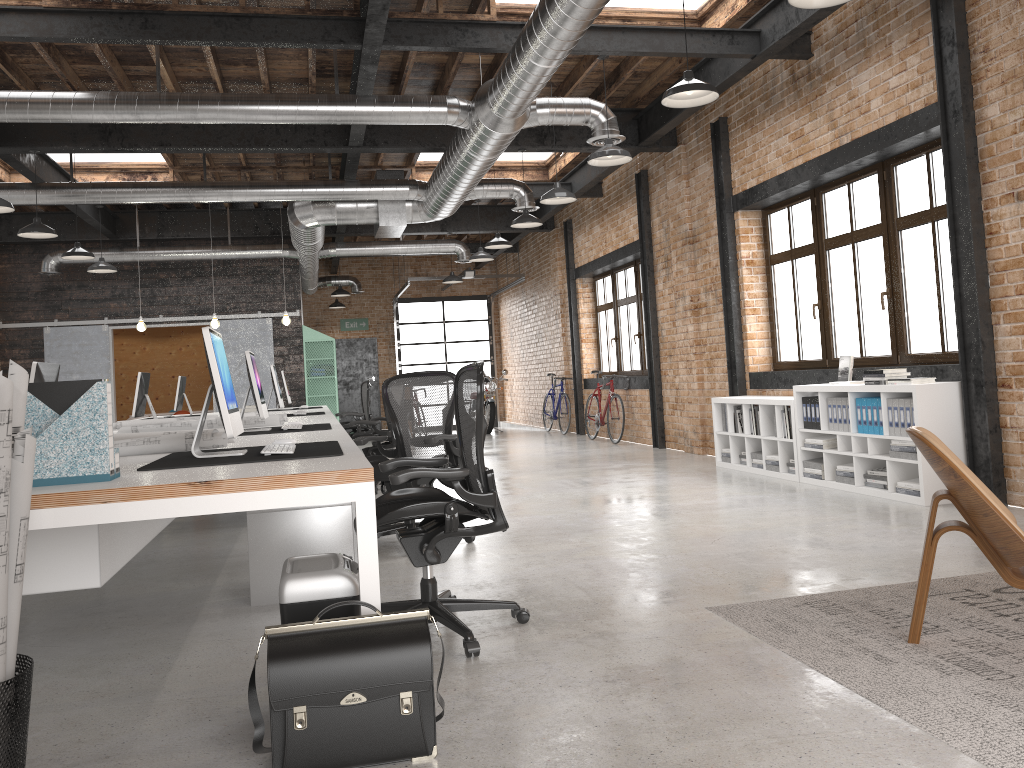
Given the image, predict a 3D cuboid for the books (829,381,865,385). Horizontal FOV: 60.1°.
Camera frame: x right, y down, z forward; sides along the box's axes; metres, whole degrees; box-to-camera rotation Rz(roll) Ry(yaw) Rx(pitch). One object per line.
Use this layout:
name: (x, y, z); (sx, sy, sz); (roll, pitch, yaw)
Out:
books: (2.633, -0.009, 6.919); (0.174, 0.021, 0.272); (-4, 0, -13)

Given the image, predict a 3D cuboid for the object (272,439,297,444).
object: (-0.972, 0.248, 3.774); (0.106, 0.028, 0.059); (-3, 0, -12)

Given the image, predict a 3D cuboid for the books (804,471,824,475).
books: (2.534, 0.703, 7.185); (0.219, 0.034, 0.259); (-3, 0, -12)

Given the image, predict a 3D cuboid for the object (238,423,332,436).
object: (-1.465, 0.284, 5.452); (0.687, 0.008, 0.847); (-4, 0, -12)

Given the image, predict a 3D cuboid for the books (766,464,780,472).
books: (2.400, 0.728, 7.806); (0.217, 0.072, 0.289); (-3, 0, -13)

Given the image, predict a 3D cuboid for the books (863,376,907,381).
books: (2.697, -0.042, 6.404); (0.191, 0.023, 0.241); (-4, 0, -15)

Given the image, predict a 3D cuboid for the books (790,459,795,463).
books: (2.499, 0.643, 7.488); (0.199, 0.055, 0.239); (-3, 0, -12)

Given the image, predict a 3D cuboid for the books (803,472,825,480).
books: (2.531, 0.729, 7.191); (0.207, 0.061, 0.274); (-3, 0, -12)

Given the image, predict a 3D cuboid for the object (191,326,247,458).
object: (-1.143, 0.033, 3.438); (0.190, 0.486, 0.483); (-3, -1, -13)

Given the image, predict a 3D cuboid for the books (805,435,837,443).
books: (2.529, 0.444, 7.146); (0.214, 0.046, 0.251); (-3, 0, -12)

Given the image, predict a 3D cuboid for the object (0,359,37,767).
object: (-1.351, 0.480, 2.100); (0.412, 1.213, 0.439); (-2, -3, -35)

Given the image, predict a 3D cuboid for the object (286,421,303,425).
object: (-1.420, 0.259, 5.779); (0.106, 0.028, 0.059); (-3, 0, -14)

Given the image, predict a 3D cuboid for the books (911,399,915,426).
books: (2.816, 0.225, 5.969); (0.232, 0.262, 0.062); (-3, -2, -13)

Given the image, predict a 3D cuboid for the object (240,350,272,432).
object: (-1.591, 0.045, 5.444); (0.190, 0.486, 0.483); (-3, -1, -13)

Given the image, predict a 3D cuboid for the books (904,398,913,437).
books: (2.802, 0.225, 6.033); (0.232, 0.262, 0.062); (-3, -2, -13)

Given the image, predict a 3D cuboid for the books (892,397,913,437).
books: (2.773, 0.226, 6.159); (0.232, 0.262, 0.062); (-3, -2, -13)

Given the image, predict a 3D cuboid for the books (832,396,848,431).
books: (2.620, 0.229, 6.903); (0.232, 0.262, 0.062); (-3, -2, -13)

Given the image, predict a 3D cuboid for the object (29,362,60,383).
object: (-2.759, 0.116, 5.252); (0.190, 0.486, 0.483); (-3, -1, -13)

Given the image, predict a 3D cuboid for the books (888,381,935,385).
books: (2.763, -0.007, 6.129); (0.187, 0.014, 0.252); (-4, 0, -13)

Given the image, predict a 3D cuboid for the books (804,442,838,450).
books: (2.527, 0.488, 7.155); (0.207, 0.061, 0.274); (-3, 0, -12)

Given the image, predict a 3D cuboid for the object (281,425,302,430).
object: (-1.355, 0.264, 5.458); (0.118, 0.017, 0.438); (-3, 0, -13)

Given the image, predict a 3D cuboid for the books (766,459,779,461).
books: (2.396, 0.651, 7.793); (0.219, 0.039, 0.260); (-3, 0, -12)

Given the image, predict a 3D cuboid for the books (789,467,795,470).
books: (2.481, 0.705, 7.493); (0.164, 0.047, 0.238); (-3, 0, -12)

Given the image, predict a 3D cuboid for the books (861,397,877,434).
books: (2.694, 0.228, 6.514); (0.232, 0.262, 0.062); (-3, -2, -13)

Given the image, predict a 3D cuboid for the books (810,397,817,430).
books: (2.550, 0.231, 7.191); (0.232, 0.262, 0.062); (-3, -2, -13)

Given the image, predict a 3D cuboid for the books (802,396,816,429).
books: (2.522, 0.232, 7.316); (0.232, 0.262, 0.062); (-3, -2, -13)

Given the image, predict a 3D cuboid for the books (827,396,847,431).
books: (2.607, 0.229, 6.965); (0.232, 0.262, 0.062); (-3, -2, -13)

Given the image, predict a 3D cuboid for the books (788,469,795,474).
books: (2.487, 0.734, 7.507); (0.184, 0.050, 0.261); (-3, 0, -12)

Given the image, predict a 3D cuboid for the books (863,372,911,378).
books: (2.706, -0.065, 6.399); (0.212, 0.023, 0.258); (-4, 0, -13)

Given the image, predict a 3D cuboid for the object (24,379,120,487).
object: (-1.370, 0.146, 2.710); (0.281, 0.313, 0.150); (-3, -2, -13)

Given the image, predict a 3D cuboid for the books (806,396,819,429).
books: (2.536, 0.232, 7.254); (0.232, 0.262, 0.062); (-3, -2, -13)

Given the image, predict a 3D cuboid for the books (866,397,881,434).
books: (2.708, 0.227, 6.451); (0.232, 0.262, 0.062); (-3, -2, -13)

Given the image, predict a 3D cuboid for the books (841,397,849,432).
books: (2.649, 0.228, 6.777); (0.232, 0.262, 0.062); (-3, -2, -13)

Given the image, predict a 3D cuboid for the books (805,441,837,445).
books: (2.530, 0.462, 7.149); (0.219, 0.034, 0.259); (-3, 0, -12)

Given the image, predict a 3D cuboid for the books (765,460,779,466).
books: (2.392, 0.677, 7.799); (0.207, 0.067, 0.275); (-3, 0, -12)

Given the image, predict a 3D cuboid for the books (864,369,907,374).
books: (2.700, -0.090, 6.408); (0.191, 0.028, 0.239); (-3, 0, -11)

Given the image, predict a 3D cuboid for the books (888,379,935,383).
books: (2.762, -0.021, 6.134); (0.187, 0.014, 0.247); (-4, 0, -15)

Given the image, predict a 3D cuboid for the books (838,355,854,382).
books: (2.746, -0.121, 7.288); (0.065, 0.224, 0.160); (-3, -2, -13)

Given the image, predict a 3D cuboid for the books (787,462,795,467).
books: (2.500, 0.675, 7.512); (0.222, 0.055, 0.281); (-3, 0, -12)

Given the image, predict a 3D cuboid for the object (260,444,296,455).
object: (-0.907, 0.253, 3.452); (0.118, 0.017, 0.438); (-3, 0, -13)

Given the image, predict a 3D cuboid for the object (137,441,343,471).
object: (-1.016, 0.272, 3.439); (0.687, 0.008, 0.847); (-4, 0, -13)

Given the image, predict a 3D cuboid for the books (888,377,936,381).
books: (2.769, -0.034, 6.134); (0.202, 0.012, 0.251); (-3, 0, -11)

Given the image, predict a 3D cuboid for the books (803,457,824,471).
books: (2.531, 0.648, 7.202); (0.217, 0.078, 0.290); (-3, 0, -13)

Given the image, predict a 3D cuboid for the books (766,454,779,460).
books: (2.395, 0.633, 7.790); (0.214, 0.052, 0.252); (-3, 0, -12)

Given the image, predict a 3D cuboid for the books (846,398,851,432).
books: (2.663, 0.228, 6.714); (0.232, 0.262, 0.062); (-3, -2, -13)

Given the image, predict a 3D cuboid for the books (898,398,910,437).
books: (2.788, 0.225, 6.096); (0.232, 0.262, 0.062); (-3, -2, -13)

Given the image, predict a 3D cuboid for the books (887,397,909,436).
books: (2.760, 0.226, 6.221); (0.232, 0.262, 0.062); (-3, -2, -13)

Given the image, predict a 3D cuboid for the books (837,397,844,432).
books: (2.635, 0.229, 6.840); (0.232, 0.262, 0.062); (-3, -2, -13)

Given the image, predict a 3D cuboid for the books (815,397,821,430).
books: (2.564, 0.231, 7.128); (0.232, 0.262, 0.062); (-3, -2, -13)

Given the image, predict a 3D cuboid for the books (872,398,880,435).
books: (2.722, 0.227, 6.388); (0.232, 0.262, 0.062); (-3, -2, -13)

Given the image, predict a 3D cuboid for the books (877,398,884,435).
books: (2.737, 0.227, 6.324); (0.232, 0.262, 0.062); (-3, -2, -13)

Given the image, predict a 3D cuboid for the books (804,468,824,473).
books: (2.533, 0.685, 7.182); (0.214, 0.046, 0.251); (-3, 0, -12)

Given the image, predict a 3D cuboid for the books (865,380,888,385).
books: (2.707, -0.015, 6.396); (0.191, 0.032, 0.258); (-3, 0, -11)

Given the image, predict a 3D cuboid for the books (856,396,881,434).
books: (2.680, 0.228, 6.576); (0.232, 0.262, 0.062); (-3, -2, -13)
